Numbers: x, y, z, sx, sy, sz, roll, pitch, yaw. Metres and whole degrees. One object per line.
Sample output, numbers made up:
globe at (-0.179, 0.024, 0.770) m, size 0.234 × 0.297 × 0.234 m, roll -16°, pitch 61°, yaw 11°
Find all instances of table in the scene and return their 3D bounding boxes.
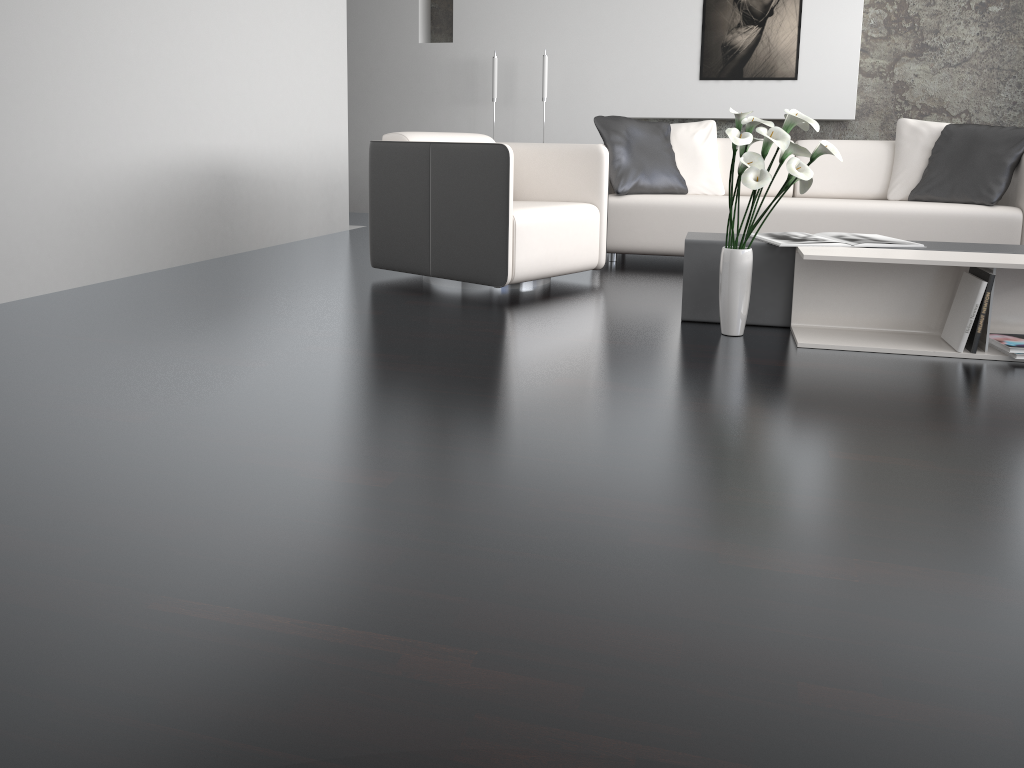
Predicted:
table at (1.294, -0.381, 3.340) m, size 1.260 × 0.308 × 0.305 m, roll 5°, pitch 13°, yaw 13°
table at (1.469, -0.278, 2.977) m, size 0.970 × 0.308 × 0.305 m, roll 4°, pitch 13°, yaw 13°

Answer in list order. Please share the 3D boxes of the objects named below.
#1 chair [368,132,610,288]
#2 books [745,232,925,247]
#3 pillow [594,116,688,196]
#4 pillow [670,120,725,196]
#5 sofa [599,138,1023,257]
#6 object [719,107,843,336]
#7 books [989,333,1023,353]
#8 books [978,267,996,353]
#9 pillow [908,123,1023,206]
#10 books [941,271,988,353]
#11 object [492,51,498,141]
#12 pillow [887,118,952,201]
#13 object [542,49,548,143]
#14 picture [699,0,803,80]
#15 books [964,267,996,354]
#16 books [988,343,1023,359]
chair at (-0.125, -0.882, 4.263) m, size 0.929 × 0.648 × 0.777 m, roll 12°, pitch 17°, yaw 38°
books at (1.211, -0.549, 3.335) m, size 0.548 × 0.016 × 0.367 m, roll 0°, pitch 16°, yaw -5°
pillow at (0.759, -1.315, 5.069) m, size 0.568 × 0.440 × 0.282 m, roll -7°, pitch 13°, yaw -30°
pillow at (0.972, -1.342, 5.296) m, size 0.585 × 0.489 × 0.330 m, roll 2°, pitch 11°, yaw 4°
sofa at (1.637, -1.077, 5.074) m, size 2.242 × 0.647 × 0.940 m, roll 4°, pitch 14°, yaw 13°
object at (0.876, -0.544, 3.019) m, size 0.378 × 0.781 × 0.456 m, roll 1°, pitch 11°, yaw -2°
books at (1.719, -0.132, 2.892) m, size 0.263 × 0.016 × 0.233 m, roll 2°, pitch 16°, yaw 5°
books at (1.568, -0.266, 2.941) m, size 0.007 × 0.278 × 0.209 m, roll 3°, pitch 12°, yaw 12°
pillow at (2.469, -1.174, 4.703) m, size 0.334 × 0.427 × 0.562 m, roll -5°, pitch 15°, yaw -28°
books at (1.506, -0.244, 2.937) m, size 0.070 × 0.233 × 0.232 m, roll 3°, pitch 12°, yaw 13°
object at (-0.149, -2.055, 7.319) m, size 0.180 × 1.367 × 0.183 m, roll 3°, pitch 10°, yaw 15°
pillow at (2.445, -1.247, 4.975) m, size 0.589 × 0.497 × 0.304 m, roll 5°, pitch 12°, yaw 19°
object at (0.255, -1.989, 7.105) m, size 0.180 × 1.367 × 0.183 m, roll 3°, pitch 10°, yaw 15°
picture at (1.859, -2.871, 6.835) m, size 0.747 × 0.985 × 0.004 m, roll 4°, pitch 10°, yaw 15°
books at (1.536, -0.254, 2.931) m, size 0.050 × 0.258 × 0.239 m, roll 3°, pitch 12°, yaw 13°
books at (1.732, -0.110, 2.873) m, size 0.263 × 0.016 × 0.218 m, roll 2°, pitch 16°, yaw 5°
